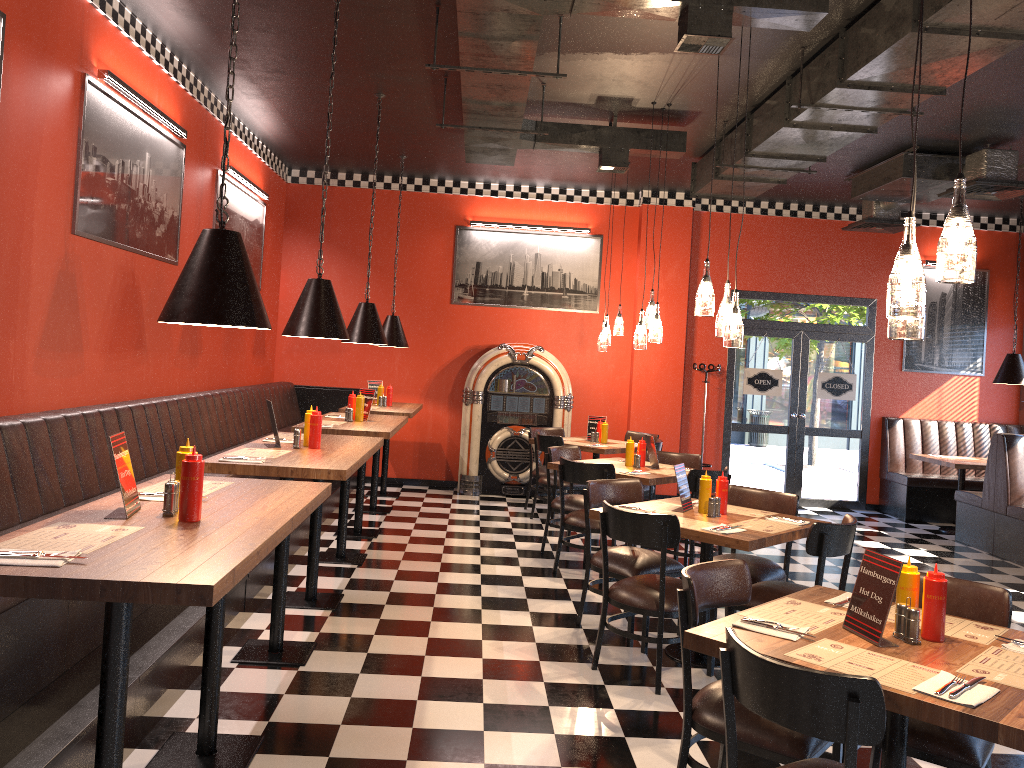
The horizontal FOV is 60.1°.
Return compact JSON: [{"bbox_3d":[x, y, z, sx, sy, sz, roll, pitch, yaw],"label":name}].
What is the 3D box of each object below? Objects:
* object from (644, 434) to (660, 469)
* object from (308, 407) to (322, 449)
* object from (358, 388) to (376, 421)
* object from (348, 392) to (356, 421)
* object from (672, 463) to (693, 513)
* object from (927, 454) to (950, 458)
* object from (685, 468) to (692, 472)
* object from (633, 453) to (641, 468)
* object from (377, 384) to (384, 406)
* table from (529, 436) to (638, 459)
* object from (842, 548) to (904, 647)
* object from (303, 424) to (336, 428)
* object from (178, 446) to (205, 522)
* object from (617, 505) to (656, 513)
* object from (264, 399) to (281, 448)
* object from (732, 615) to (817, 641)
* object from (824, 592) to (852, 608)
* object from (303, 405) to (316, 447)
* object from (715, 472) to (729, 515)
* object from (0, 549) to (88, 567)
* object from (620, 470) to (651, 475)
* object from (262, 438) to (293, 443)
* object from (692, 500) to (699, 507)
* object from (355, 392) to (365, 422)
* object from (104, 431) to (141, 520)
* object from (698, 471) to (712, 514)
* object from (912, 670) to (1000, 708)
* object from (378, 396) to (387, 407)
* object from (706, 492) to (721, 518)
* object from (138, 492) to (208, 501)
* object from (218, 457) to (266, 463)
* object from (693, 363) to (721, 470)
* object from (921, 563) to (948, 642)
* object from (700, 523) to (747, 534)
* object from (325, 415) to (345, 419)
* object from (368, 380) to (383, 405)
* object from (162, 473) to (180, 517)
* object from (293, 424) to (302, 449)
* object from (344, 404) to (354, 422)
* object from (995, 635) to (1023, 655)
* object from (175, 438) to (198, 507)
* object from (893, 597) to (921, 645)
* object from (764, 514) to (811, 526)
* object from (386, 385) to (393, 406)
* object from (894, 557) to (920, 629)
[{"bbox_3d":[1.117,0.539,7.073,0.072,0.257,0.188,4,0,-12],"label":"object"},{"bbox_3d":[-1.112,0.246,5.018,0.068,0.238,0.068,3,-1,18],"label":"object"},{"bbox_3d":[-1.208,0.168,7.223,0.188,0.257,0.072,3,-1,39],"label":"object"},{"bbox_3d":[-1.294,0.174,7.169,0.068,0.238,0.068,4,-1,-8],"label":"object"},{"bbox_3d":[0.975,0.588,5.038,0.072,0.257,0.188,3,0,28],"label":"object"},{"bbox_3d":[4.763,0.800,9.870,0.157,0.019,0.255,3,2,-2],"label":"object"},{"bbox_3d":[1.397,0.677,7.048,0.157,0.019,0.255,2,2,-44],"label":"object"},{"bbox_3d":[0.989,0.595,7.003,0.046,0.136,0.094,4,0,-12],"label":"object"},{"bbox_3d":[-1.384,0.108,9.327,0.068,0.238,0.068,4,-1,-9],"label":"object"},{"bbox_3d":[0.827,0.982,9.050,0.961,0.774,0.955,4,1,43],"label":"table"},{"bbox_3d":[1.123,0.661,2.762,0.072,0.257,0.188,4,0,-12],"label":"object"},{"bbox_3d":[-1.386,0.299,6.450,0.255,0.019,0.157,3,2,-5],"label":"object"},{"bbox_3d":[-1.014,0.314,2.806,0.068,0.238,0.068,4,-1,-27],"label":"object"},{"bbox_3d":[0.693,0.694,4.909,0.255,0.019,0.157,5,2,44],"label":"object"},{"bbox_3d":[-1.348,0.222,5.008,0.072,0.257,0.188,4,0,-23],"label":"object"},{"bbox_3d":[0.833,0.763,2.776,0.255,0.019,0.157,5,2,37],"label":"object"},{"bbox_3d":[1.221,0.775,3.161,0.157,0.019,0.254,5,2,44],"label":"object"},{"bbox_3d":[-1.161,0.241,5.098,0.068,0.238,0.068,3,-1,7],"label":"object"},{"bbox_3d":[1.178,0.611,4.977,0.068,0.238,0.068,3,-1,3],"label":"object"},{"bbox_3d":[-1.186,0.430,2.221,0.255,0.019,0.157,3,2,-5],"label":"object"},{"bbox_3d":[0.936,0.660,6.648,0.157,0.019,0.254,5,2,45],"label":"object"},{"bbox_3d":[-1.349,0.334,5.275,0.255,0.019,0.157,3,2,-5],"label":"object"},{"bbox_3d":[1.121,0.710,5.268,0.157,0.019,0.255,5,2,35],"label":"object"},{"bbox_3d":[-1.222,0.180,7.110,0.068,0.238,0.068,4,-1,-13],"label":"object"},{"bbox_3d":[-1.244,0.289,2.851,0.072,0.257,0.188,4,0,-11],"label":"object"},{"bbox_3d":[1.085,0.606,4.975,0.068,0.238,0.068,3,-1,3],"label":"object"},{"bbox_3d":[1.180,0.796,2.337,0.254,0.019,0.157,2,2,-44],"label":"object"},{"bbox_3d":[-1.344,0.166,9.212,0.093,0.136,0.047,4,-1,-22],"label":"object"},{"bbox_3d":[1.114,0.662,4.876,0.093,0.136,0.047,4,-1,-42],"label":"object"},{"bbox_3d":[-1.217,0.401,3.180,0.255,0.019,0.157,3,2,-5],"label":"object"},{"bbox_3d":[-1.287,0.365,4.310,0.255,0.019,0.157,3,2,-5],"label":"object"},{"bbox_3d":[2.253,0.587,10.443,0.375,1.659,0.374,3,-1,20],"label":"object"},{"bbox_3d":[1.325,0.682,2.779,0.068,0.238,0.068,3,-1,41],"label":"object"},{"bbox_3d":[1.084,0.730,4.490,0.254,0.019,0.157,2,2,-45],"label":"object"},{"bbox_3d":[-1.425,0.271,7.370,0.255,0.019,0.157,3,2,-5],"label":"object"},{"bbox_3d":[-1.443,0.093,9.409,0.188,0.257,0.072,4,-1,-42],"label":"object"},{"bbox_3d":[-1.110,0.358,2.891,0.046,0.136,0.094,4,0,-11],"label":"object"},{"bbox_3d":[-1.209,0.293,4.989,0.046,0.136,0.094,4,0,-12],"label":"object"},{"bbox_3d":[-1.295,0.230,7.048,0.046,0.136,0.094,4,0,-37],"label":"object"},{"bbox_3d":[1.609,0.811,2.717,0.157,0.019,0.255,2,2,-43],"label":"object"},{"bbox_3d":[-1.108,0.303,3.008,0.068,0.238,0.068,4,-1,-27],"label":"object"},{"bbox_3d":[1.229,0.729,2.751,0.046,0.136,0.094,4,0,-12],"label":"object"},{"bbox_3d":[1.493,0.744,4.868,0.255,0.019,0.157,5,2,42],"label":"object"},{"bbox_3d":[-1.291,0.114,9.321,0.068,0.238,0.068,4,-1,-9],"label":"object"},{"bbox_3d":[1.277,0.677,2.859,0.068,0.238,0.068,3,-1,12],"label":"object"}]
